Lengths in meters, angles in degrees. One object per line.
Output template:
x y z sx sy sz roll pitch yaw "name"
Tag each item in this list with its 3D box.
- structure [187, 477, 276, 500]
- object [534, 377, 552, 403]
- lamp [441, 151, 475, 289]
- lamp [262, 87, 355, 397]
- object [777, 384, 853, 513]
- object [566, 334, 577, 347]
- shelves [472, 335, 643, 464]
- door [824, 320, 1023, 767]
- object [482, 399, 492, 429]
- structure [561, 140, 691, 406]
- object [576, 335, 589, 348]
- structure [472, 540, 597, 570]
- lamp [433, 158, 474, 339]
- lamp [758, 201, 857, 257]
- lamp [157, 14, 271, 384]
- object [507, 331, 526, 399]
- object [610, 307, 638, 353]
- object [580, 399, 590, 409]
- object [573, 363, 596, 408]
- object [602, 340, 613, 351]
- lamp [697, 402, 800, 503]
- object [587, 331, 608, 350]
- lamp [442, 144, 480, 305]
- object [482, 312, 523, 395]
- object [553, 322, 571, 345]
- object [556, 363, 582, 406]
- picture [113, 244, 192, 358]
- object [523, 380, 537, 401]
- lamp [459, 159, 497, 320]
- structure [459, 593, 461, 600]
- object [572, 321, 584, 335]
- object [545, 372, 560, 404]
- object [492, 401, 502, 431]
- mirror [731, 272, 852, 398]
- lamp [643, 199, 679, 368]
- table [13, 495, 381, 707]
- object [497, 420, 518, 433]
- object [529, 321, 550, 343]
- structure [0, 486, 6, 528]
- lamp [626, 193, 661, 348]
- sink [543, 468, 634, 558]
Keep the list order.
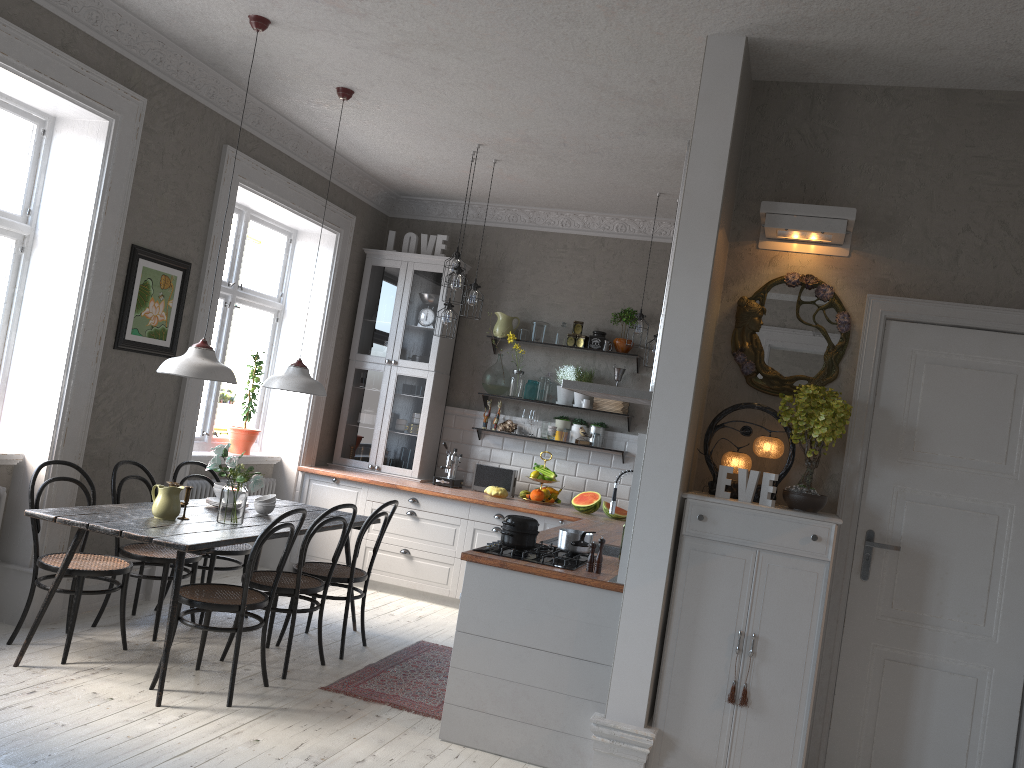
-2.142 0.917 6.577 0.147 0.428 1.235 8 -2 16 "structure"
0.261 0.049 7.393 0.122 0.206 0.127 7 -3 40 "object"
-0.286 -1.532 6.208 0.146 1.735 0.147 9 -3 4 "lamp"
-1.154 -0.866 5.326 0.373 1.859 0.385 8 -3 25 "lamp"
1.318 0.280 3.867 0.347 0.553 0.291 11 -3 -39 "object"
0.503 -0.357 7.398 0.082 0.113 0.084 8 -3 17 "object"
0.367 0.140 7.418 1.301 0.923 0.231 8 -3 16 "shelves"
1.888 0.835 3.881 0.743 2.183 0.081 8 -3 16 "door"
-0.213 0.256 7.582 0.053 0.264 0.061 9 -3 -12 "object"
0.851 -0.686 5.410 0.704 1.596 0.720 8 -3 17 "structure"
0.584 -0.345 7.370 0.081 0.113 0.084 8 -3 27 "object"
0.138 0.824 4.372 0.490 0.031 0.612 8 -2 17 "structure"
-0.353 -1.193 6.364 0.148 1.735 0.145 10 -3 -16 "lamp"
1.352 -0.713 4.080 0.411 0.171 0.222 8 -2 17 "lamp"
-1.428 -0.942 4.467 0.387 1.859 0.371 11 -3 -35 "lamp"
0.022 -0.159 7.421 0.190 0.540 0.282 8 -3 9 "object"
0.942 -0.437 7.282 0.255 0.397 0.246 7 -3 42 "object"
0.606 0.163 7.259 0.064 0.071 0.104 11 -3 -43 "object"
0.587 0.009 7.345 0.187 0.380 0.167 10 -3 -22 "object"
0.788 -0.309 7.259 0.092 0.096 0.075 8 -3 18 "object"
1.061 0.362 4.014 0.442 0.558 0.174 8 -3 24 "lamp"
0.719 -0.354 7.386 0.140 0.174 0.143 8 -3 17 "object"
-0.264 -1.404 6.023 0.149 1.735 0.144 10 -3 -26 "lamp"
-0.118 -0.246 7.514 0.338 0.674 0.334 10 -3 -14 "object"
0.429 -0.416 7.530 0.142 0.220 0.137 10 -3 -23 "object"
0.476 0.007 7.431 0.240 0.354 0.239 7 -3 35 "object"
-2.164 -0.483 5.365 0.019 0.620 0.527 8 -3 18 "picture"
0.170 0.056 7.512 0.124 0.172 0.128 8 -3 21 "object"
-0.165 -1.326 6.319 0.146 1.735 0.147 9 -3 4 "lamp"
0.105 1.186 4.344 0.611 0.623 0.629 8 -3 17 "structure"
0.548 -0.464 7.381 0.083 0.113 0.082 9 -2 -3 "object"
0.333 0.036 7.532 0.129 0.264 0.133 8 -3 23 "object"
-0.119 0.269 7.538 0.063 0.264 0.052 11 -3 -37 "object"
1.299 -0.233 4.137 0.526 0.593 0.072 8 -3 16 "mirror"
1.182 -0.979 6.601 0.148 1.735 0.145 9 -3 -11 "lamp"
-1.615 1.088 4.909 0.894 0.735 1.941 8 -2 18 "table"
-0.041 0.355 7.483 0.177 0.111 0.096 9 -2 -6 "object"
0.229 -0.431 7.488 0.175 0.184 0.168 11 -3 -34 "object"
-2.915 0.701 4.143 0.147 0.428 1.235 8 -2 16 "structure"
1.039 -1.129 6.513 0.150 1.735 0.143 11 -3 -41 "lamp"
0.483 0.807 4.958 0.522 0.720 0.491 8 -3 17 "sink"
